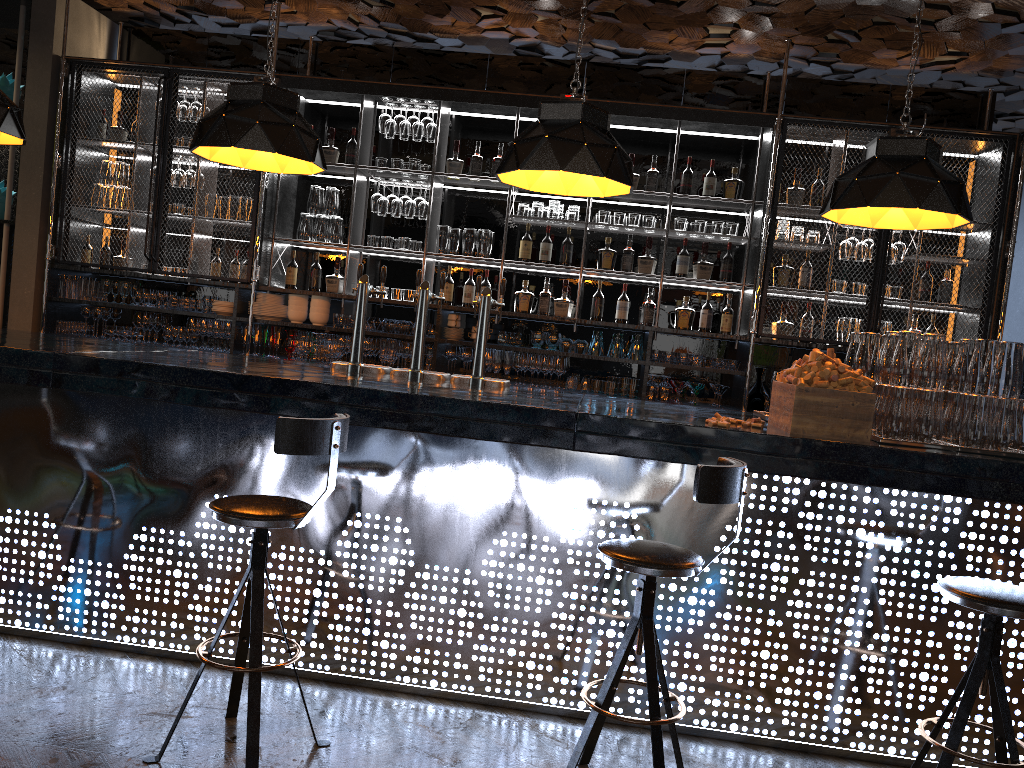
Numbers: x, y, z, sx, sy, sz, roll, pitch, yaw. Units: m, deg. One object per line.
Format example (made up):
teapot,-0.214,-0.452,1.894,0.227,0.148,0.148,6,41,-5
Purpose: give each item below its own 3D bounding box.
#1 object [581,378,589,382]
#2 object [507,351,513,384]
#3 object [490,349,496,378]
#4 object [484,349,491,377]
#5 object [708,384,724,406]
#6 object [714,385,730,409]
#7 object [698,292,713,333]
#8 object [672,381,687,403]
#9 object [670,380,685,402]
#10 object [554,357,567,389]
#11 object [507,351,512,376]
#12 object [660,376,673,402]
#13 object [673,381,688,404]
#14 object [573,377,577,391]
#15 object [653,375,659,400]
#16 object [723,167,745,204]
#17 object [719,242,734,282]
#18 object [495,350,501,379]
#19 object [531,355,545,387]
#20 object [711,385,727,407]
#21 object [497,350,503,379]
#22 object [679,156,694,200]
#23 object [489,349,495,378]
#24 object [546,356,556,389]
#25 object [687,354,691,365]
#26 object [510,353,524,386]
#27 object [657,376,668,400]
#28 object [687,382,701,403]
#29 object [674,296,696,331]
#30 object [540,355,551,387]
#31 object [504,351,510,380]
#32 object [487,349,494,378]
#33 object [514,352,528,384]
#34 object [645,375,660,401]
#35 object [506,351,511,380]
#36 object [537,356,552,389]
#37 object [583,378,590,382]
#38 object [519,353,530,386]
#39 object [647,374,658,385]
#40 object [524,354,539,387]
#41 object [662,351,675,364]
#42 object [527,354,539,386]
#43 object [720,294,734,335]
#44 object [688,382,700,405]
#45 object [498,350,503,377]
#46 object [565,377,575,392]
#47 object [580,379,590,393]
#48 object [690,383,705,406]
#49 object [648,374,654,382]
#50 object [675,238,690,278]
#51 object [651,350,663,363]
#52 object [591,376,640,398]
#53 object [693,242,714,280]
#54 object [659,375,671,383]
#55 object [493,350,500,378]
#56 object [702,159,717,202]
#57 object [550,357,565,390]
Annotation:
object,0.534,0.004,6.462,0.067,0.099,0.067,5,3,-23
object,-0.022,-0.121,6.421,0.049,0.231,0.049,7,3,13
object,-0.150,-0.145,6.586,0.058,0.234,0.058,3,4,-41
object,-0.184,-0.134,6.324,0.058,0.234,0.058,7,3,9
object,1.469,0.080,6.407,0.107,0.152,0.107,7,3,11
object,1.449,0.091,6.162,0.107,0.152,0.107,8,4,31
object,1.393,-0.510,6.345,0.086,0.298,0.086,4,4,-36
object,1.185,0.055,6.325,0.106,0.148,0.106,9,4,38
object,1.195,0.050,6.442,0.106,0.148,0.106,8,3,24
object,0.359,-0.083,6.508,0.091,0.229,0.091,6,3,3
object,-0.026,-0.124,6.481,0.049,0.231,0.049,7,3,8
object,1.088,0.038,6.231,0.089,0.174,0.089,4,4,-34
object,1.171,0.060,6.209,0.106,0.148,0.106,8,3,24
object,0.437,-0.001,6.364,0.067,0.100,0.067,6,3,-2
object,0.996,0.026,6.276,0.089,0.174,0.089,4,4,-34
object,1.566,-1.403,6.274,0.151,0.248,0.094,8,4,34
object,1.532,-0.860,6.305,0.086,0.299,0.086,4,4,-36
object,-0.109,-0.127,6.365,0.049,0.231,0.049,7,3,14
object,0.191,-0.096,6.408,0.091,0.229,0.091,8,4,37
object,1.460,0.086,6.278,0.107,0.152,0.107,7,3,19
object,-0.095,-0.129,6.426,0.049,0.231,0.049,9,4,42
object,1.248,-1.466,6.307,0.086,0.299,0.086,4,4,-36
object,-0.153,-0.141,6.507,0.058,0.234,0.058,5,3,-18
object,0.285,-0.085,6.397,0.091,0.229,0.091,6,3,-1
object,1.214,-0.176,6.263,0.084,0.082,0.084,8,4,33
object,0.042,-0.106,6.304,0.091,0.229,0.091,6,3,-8
object,1.076,0.031,6.330,0.089,0.174,0.089,4,4,-34
object,1.308,0.063,6.430,0.106,0.148,0.106,9,4,45
object,1.237,-0.501,6.346,0.151,0.248,0.094,7,3,14
object,0.260,-0.094,6.514,0.091,0.229,0.091,5,3,-26
object,-0.042,-0.116,6.292,0.049,0.231,0.049,6,3,1
object,-0.165,-0.137,6.418,0.058,0.234,0.058,9,4,39
object,0.073,-0.115,6.533,0.091,0.229,0.091,9,4,41
object,0.976,0.029,6.183,0.089,0.174,0.089,4,4,-34
object,-0.033,-0.118,6.357,0.049,0.231,0.049,7,3,10
object,0.235,-0.085,6.289,0.091,0.229,0.091,8,4,33
object,0.527,0.009,6.366,0.067,0.099,0.067,5,3,-23
object,0.096,-0.106,6.417,0.091,0.229,0.091,8,3,26
object,0.995,0.020,6.371,0.089,0.174,0.089,4,4,-34
object,0.144,-0.095,6.299,0.091,0.229,0.091,4,4,-37
object,1.089,-0.184,6.178,0.084,0.082,0.084,6,3,6
object,0.164,-0.105,6.525,0.091,0.229,0.091,4,4,-32
object,1.536,-0.492,6.317,0.080,0.299,0.080,7,3,8
object,1.299,0.068,6.316,0.106,0.148,0.106,8,4,34
object,-0.094,-0.132,6.491,0.049,0.231,0.049,6,3,-5
object,0.411,0.002,6.254,0.067,0.100,0.067,6,3,-2
object,0.514,0.014,6.241,0.067,0.099,0.067,5,3,-23
object,1.287,0.073,6.200,0.106,0.148,0.106,7,3,15
object,1.009,0.017,6.465,0.089,0.174,0.089,4,4,-34
object,1.225,-0.894,6.339,0.086,0.298,0.086,4,4,-36
object,1.009,-0.194,6.189,0.084,0.082,0.084,6,3,-2
object,0.733,0.014,6.333,0.356,0.134,0.206,7,3,13
object,1.361,-0.867,6.305,0.123,0.279,0.123,6,3,-6
object,1.101,0.029,6.426,0.089,0.174,0.089,4,4,-34
object,-0.117,-0.124,6.299,0.049,0.231,0.049,7,3,17
object,1.414,-1.448,6.319,0.086,0.298,0.086,4,4,-36
object,0.330,-0.074,6.278,0.091,0.229,0.091,5,3,-22
